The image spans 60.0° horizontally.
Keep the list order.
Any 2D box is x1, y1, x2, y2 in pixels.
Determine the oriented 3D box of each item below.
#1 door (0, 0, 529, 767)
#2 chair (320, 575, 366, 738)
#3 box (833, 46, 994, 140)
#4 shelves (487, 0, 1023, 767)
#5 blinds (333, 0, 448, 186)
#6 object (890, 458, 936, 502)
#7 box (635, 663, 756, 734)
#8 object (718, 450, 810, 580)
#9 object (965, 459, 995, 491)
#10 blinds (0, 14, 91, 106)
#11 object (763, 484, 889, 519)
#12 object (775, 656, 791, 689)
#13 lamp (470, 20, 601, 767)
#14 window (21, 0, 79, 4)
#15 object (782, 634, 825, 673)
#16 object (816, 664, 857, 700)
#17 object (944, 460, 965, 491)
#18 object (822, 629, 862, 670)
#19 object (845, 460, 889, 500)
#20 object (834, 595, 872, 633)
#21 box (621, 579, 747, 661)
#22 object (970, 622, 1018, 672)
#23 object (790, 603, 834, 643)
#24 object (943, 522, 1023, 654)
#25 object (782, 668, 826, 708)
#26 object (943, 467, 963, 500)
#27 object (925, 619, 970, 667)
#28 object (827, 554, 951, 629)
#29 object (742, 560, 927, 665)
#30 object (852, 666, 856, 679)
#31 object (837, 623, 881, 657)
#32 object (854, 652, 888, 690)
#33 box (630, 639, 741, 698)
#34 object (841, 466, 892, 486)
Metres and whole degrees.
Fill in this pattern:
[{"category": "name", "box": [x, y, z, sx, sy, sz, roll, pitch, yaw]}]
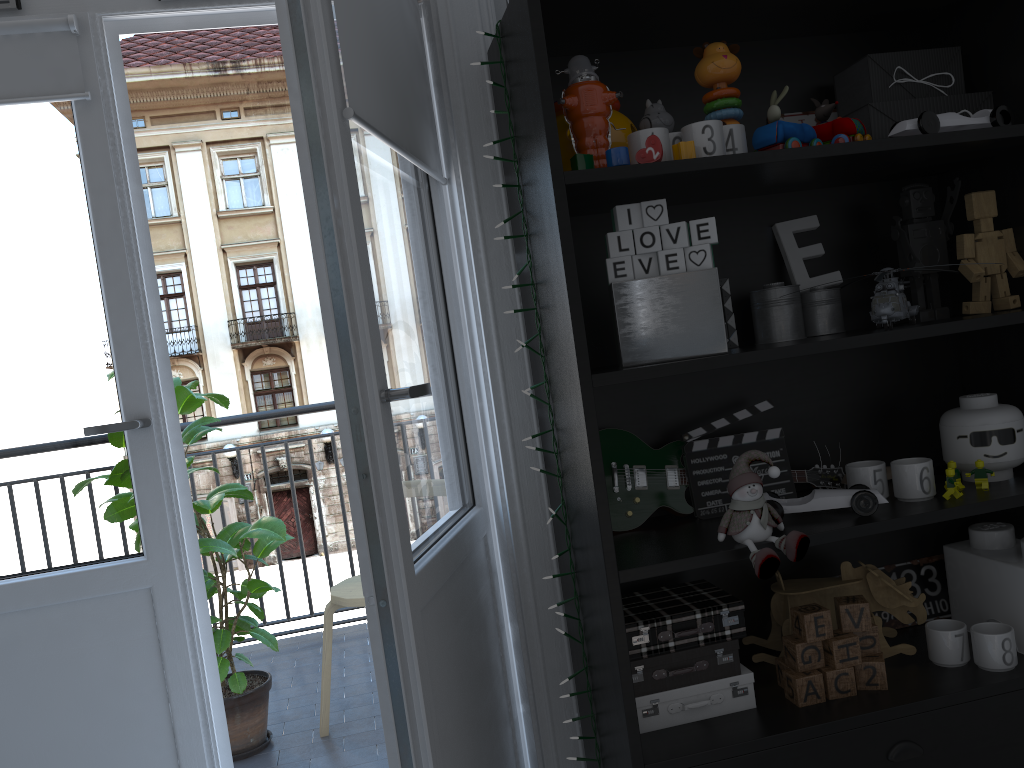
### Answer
[{"category": "door", "box": [-0.636, 0.183, 1.476, 1.263, 1.839, 0.636, -8, 2, -9]}, {"category": "chair", "box": [-0.368, 0.696, 2.831, 0.437, 0.716, 0.497, -6, 3, 35]}, {"category": "box", "box": [0.746, -0.518, 1.657, 0.251, 0.189, 0.179, -8, 2, -10]}, {"category": "shelves", "box": [0.546, 0.153, 1.584, 0.911, 1.678, 0.353, -8, 2, -10]}, {"category": "blinds", "box": [-0.202, -0.574, 1.488, 0.032, 0.390, 0.565, -8, 2, 10]}, {"category": "object", "box": [0.703, 0.167, 1.552, 0.067, 0.067, 0.067, -8, 2, 4]}, {"category": "box", "box": [0.293, 0.534, 1.563, 0.215, 0.062, 0.179, -8, 2, -10]}, {"category": "object", "box": [0.388, 0.200, 1.383, 0.110, 0.186, 0.129, -9, 3, -23]}, {"category": "object", "box": [0.815, 0.159, 1.543, 0.042, 0.054, 0.031, -6, 3, 35]}, {"category": "blinds", "box": [-1.078, -0.572, 1.611, 0.565, 0.158, 0.032, -8, 2, -10]}, {"category": "object", "box": [0.522, 0.204, 1.527, 0.230, 0.048, 0.098, -7, 2, 15]}, {"category": "object", "box": [0.501, 0.511, 1.567, 0.050, 0.050, 0.050, -8, 2, -10]}, {"category": "lamp", "box": [0.508, 0.153, 1.642, 0.985, 1.685, 0.095, -9, 3, -13]}, {"category": "window", "box": [-0.847, -1.056, 1.667, 1.262, 0.660, 0.101, -8, 2, -10]}, {"category": "object", "box": [0.503, 0.462, 1.531, 0.050, 0.050, 0.050, -8, 2, -10]}, {"category": "object", "box": [0.554, 0.505, 1.521, 0.050, 0.050, 0.050, -8, 2, -5]}, {"category": "object", "box": [0.780, 0.163, 1.567, 0.042, 0.054, 0.031, -8, 2, -10]}, {"category": "object", "box": [0.562, 0.454, 1.522, 0.050, 0.050, 0.050, -8, 2, -10]}, {"category": "object", "box": [0.636, 0.176, 1.588, 0.067, 0.067, 0.067, -8, 2, 4]}, {"category": "object", "box": [0.592, 0.399, 1.541, 0.050, 0.050, 0.050, -8, 2, 10]}, {"category": "box", "box": [0.276, 0.413, 1.559, 0.215, 0.062, 0.179, -8, 2, -10]}, {"category": "object", "box": [0.836, 0.456, 1.538, 0.067, 0.067, 0.067, -8, 2, 4]}, {"category": "object", "box": [0.515, 0.411, 1.525, 0.050, 0.050, 0.050, -8, 2, -10]}, {"category": "object", "box": [0.944, 0.371, 1.638, 0.132, 0.199, 0.267, -8, 2, -10]}, {"category": "object", "box": [0.497, 0.514, 1.510, 0.050, 0.050, 0.050, -8, 2, -10]}, {"category": "object", "box": [0.748, 0.169, 1.507, 0.031, 0.054, 0.042, -6, 3, 40]}, {"category": "object", "box": [0.778, 0.463, 1.583, 0.067, 0.067, 0.067, -8, 2, 4]}, {"category": "object", "box": [0.740, 0.432, 1.781, 0.347, 0.120, 0.034, -8, 2, -10]}, {"category": "object", "box": [0.604, 0.427, 1.665, 0.337, 0.186, 0.111, -8, 2, 5]}, {"category": "object", "box": [0.615, 0.494, 1.591, 0.050, 0.050, 0.050, -8, 2, -10]}, {"category": "object", "box": [0.609, 0.446, 1.558, 0.050, 0.050, 0.050, -8, 2, -10]}, {"category": "object", "box": [0.619, 0.496, 1.533, 0.050, 0.050, 0.050, -7, 2, 20]}, {"category": "box", "box": [0.266, 0.476, 1.557, 0.215, 0.062, 0.179, -8, 2, -10]}, {"category": "object", "box": [0.719, 0.176, 1.715, 0.163, 0.034, 0.069, -8, 2, -10]}]
